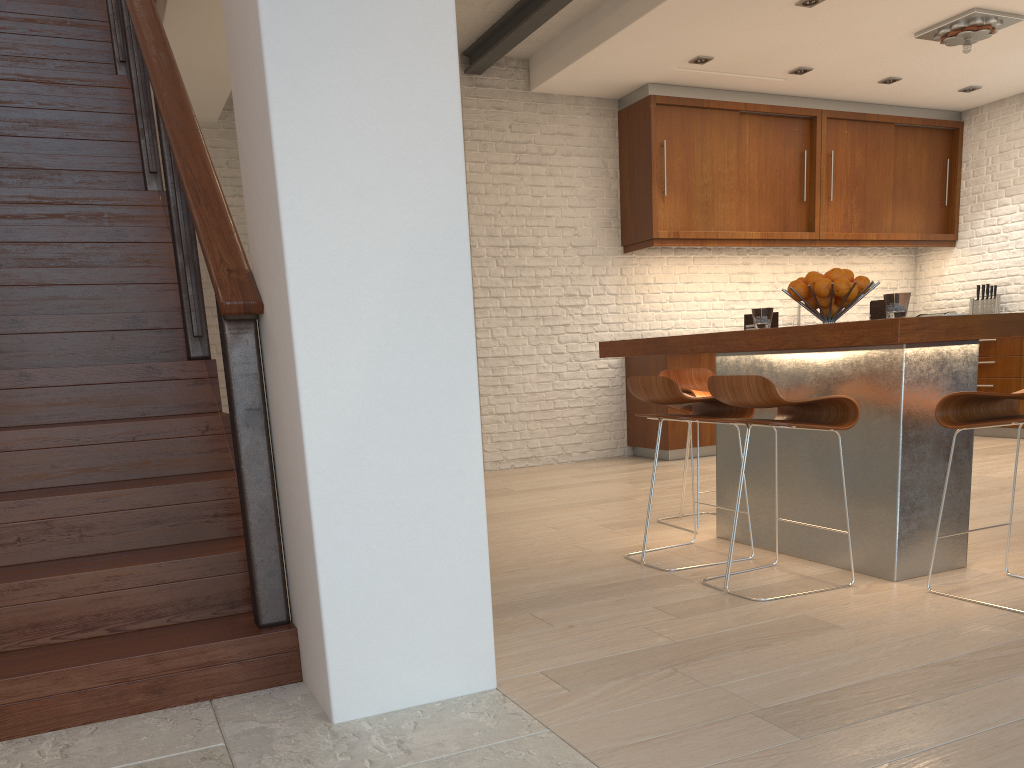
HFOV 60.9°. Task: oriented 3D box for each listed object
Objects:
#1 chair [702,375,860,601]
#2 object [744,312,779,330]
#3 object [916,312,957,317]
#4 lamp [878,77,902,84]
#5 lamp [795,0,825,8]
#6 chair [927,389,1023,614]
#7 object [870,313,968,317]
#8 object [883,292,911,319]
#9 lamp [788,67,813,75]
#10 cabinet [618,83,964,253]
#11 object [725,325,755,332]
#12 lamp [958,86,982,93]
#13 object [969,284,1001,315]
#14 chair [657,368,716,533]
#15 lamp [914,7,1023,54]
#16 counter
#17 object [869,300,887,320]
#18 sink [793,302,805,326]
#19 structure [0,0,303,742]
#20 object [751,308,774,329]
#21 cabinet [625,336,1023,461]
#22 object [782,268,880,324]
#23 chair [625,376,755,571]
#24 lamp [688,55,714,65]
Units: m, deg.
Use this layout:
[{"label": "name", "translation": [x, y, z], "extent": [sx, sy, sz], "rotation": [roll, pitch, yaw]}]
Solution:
[{"label": "chair", "translation": [0.936, 0.348, 3.147], "extent": [0.419, 0.796, 0.396], "rotation": [-7, 11, -24]}, {"label": "object", "translation": [1.093, -0.269, 3.825], "extent": [0.093, 0.084, 0.113], "rotation": [-6, 6, -25]}, {"label": "object", "translation": [3.968, -0.588, 8.216], "extent": [0.248, 0.163, 0.339], "rotation": [-5, 4, -25]}, {"label": "lamp", "translation": [2.916, -2.361, 6.725], "extent": [0.123, 0.056, 0.122], "rotation": [-5, 4, -25]}, {"label": "lamp", "translation": [1.740, -2.250, 5.082], "extent": [0.123, 0.056, 0.122], "rotation": [-5, 4, -25]}, {"label": "chair", "translation": [1.680, 0.316, 2.824], "extent": [0.401, 0.795, 0.413], "rotation": [-7, 10, -24]}, {"label": "object", "translation": [1.392, -0.240, 3.094], "extent": [0.197, 0.035, 0.389], "rotation": [-4, 2, -21]}, {"label": "object", "translation": [1.358, -0.275, 3.077], "extent": [0.091, 0.087, 0.089], "rotation": [-4, 7, -10]}, {"label": "lamp", "translation": [2.109, -2.306, 6.366], "extent": [0.123, 0.056, 0.122], "rotation": [-5, 4, -25]}, {"label": "cabinet", "translation": [2.467, -1.751, 7.434], "extent": [3.317, 1.199, 0.451], "rotation": [-4, 10, -24]}, {"label": "object", "translation": [1.061, -0.241, 3.772], "extent": [0.204, 0.035, 0.283], "rotation": [-4, 2, -25]}, {"label": "lamp", "translation": [3.721, -2.416, 7.085], "extent": [0.123, 0.056, 0.122], "rotation": [-5, 4, -25]}, {"label": "object", "translation": [4.212, -0.697, 7.771], "extent": [0.066, 0.385, 0.316], "rotation": [-8, 9, -25]}, {"label": "chair", "translation": [0.960, 0.313, 4.342], "extent": [0.401, 0.795, 0.413], "rotation": [-7, 10, -24]}, {"label": "lamp", "translation": [2.947, -2.232, 5.641], "extent": [0.447, 0.175, 0.443], "rotation": [-5, 3, -25]}, {"label": "counter", "translation": [1.908, 0.198, 3.848], "extent": [2.478, 0.944, 1.660], "rotation": [-4, 4, -24]}, {"label": "object", "translation": [1.374, -0.267, 3.221], "extent": [0.094, 0.084, 0.112], "rotation": [-1, 6, 20]}, {"label": "sink", "translation": [2.910, -0.529, 7.765], "extent": [0.851, 0.440, 0.508], "rotation": [-5, 6, -24]}, {"label": "structure", "translation": [-0.338, -1.293, 2.672], "extent": [13.751, 4.248, 10.005], "rotation": [-4, 3, -24]}, {"label": "object", "translation": [1.058, -0.276, 3.682], "extent": [0.090, 0.087, 0.090], "rotation": [-6, 7, -27]}, {"label": "cabinet", "translation": [3.376, -0.931, 6.639], "extent": [4.775, 2.907, 2.213], "rotation": [-1, 8, 29]}, {"label": "object", "translation": [1.259, -0.338, 3.454], "extent": [0.365, 0.227, 0.355], "rotation": [0, 5, 31]}, {"label": "chair", "translation": [0.709, 0.347, 3.627], "extent": [0.419, 0.796, 0.396], "rotation": [-7, 11, -24]}, {"label": "lamp", "translation": [1.302, -2.251, 6.006], "extent": [0.123, 0.056, 0.122], "rotation": [-5, 4, -25]}]
